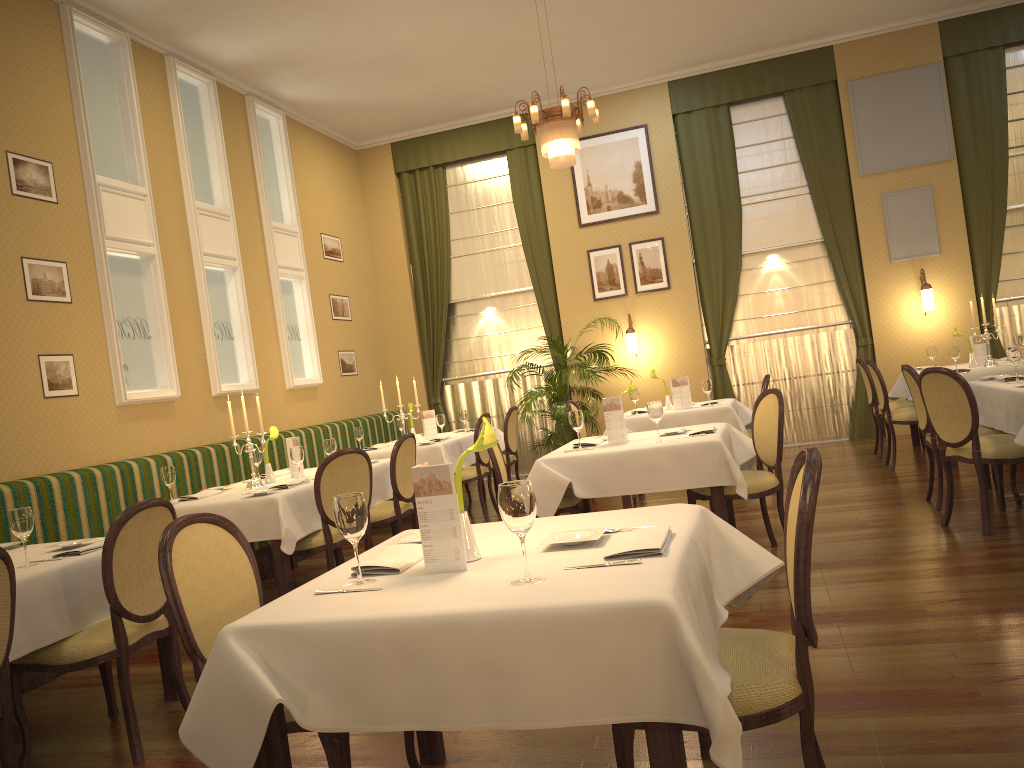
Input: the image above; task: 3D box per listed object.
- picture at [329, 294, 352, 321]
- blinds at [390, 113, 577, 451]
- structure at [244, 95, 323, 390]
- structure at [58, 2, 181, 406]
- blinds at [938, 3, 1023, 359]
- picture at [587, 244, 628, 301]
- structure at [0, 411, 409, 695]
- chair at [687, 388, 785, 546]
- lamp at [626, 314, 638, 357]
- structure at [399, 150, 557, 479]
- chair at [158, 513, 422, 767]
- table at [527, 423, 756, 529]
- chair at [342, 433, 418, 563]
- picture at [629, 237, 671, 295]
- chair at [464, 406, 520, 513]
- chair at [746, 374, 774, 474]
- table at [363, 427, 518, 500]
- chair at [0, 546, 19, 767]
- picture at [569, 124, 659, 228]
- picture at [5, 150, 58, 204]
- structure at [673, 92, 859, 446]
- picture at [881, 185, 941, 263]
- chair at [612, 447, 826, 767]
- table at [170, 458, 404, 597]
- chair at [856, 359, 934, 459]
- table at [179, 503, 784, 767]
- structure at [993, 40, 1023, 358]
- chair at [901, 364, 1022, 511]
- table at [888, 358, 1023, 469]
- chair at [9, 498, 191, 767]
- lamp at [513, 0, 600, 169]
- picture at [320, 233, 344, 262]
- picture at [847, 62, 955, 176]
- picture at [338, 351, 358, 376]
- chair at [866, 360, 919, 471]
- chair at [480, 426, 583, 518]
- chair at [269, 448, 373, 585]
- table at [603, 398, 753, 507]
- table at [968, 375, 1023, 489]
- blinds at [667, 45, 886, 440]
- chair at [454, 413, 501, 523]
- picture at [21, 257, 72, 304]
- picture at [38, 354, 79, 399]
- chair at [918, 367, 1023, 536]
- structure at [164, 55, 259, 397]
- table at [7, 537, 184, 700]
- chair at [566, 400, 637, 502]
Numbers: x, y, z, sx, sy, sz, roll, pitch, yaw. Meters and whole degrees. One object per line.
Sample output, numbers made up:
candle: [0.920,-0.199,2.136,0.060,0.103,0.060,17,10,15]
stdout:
picture: [-1.999,-0.889,10.351,0.008,0.294,0.504,-8,0,15]
blinds: [-0.336,-1.074,11.107,1.934,4.537,0.225,-8,0,14]
structure: [-2.404,-1.433,9.223,0.200,2.985,0.670,-8,0,15]
structure: [-3.044,-1.330,6.844,0.200,2.985,0.687,-8,0,15]
blinds: [5.802,-1.925,9.408,1.876,4.537,0.129,-8,0,15]
picture: [1.141,-1.330,10.630,0.412,0.619,0.022,-8,0,15]
structure: [-2.968,1.109,4.310,0.850,1.031,14.516,-8,0,15]
chair: [1.331,0.536,5.169,0.571,0.955,0.530,-8,0,-5]
lamp: [1.394,-0.571,10.436,0.114,0.513,0.323,-8,0,4]
structure: [-0.306,-1.066,11.218,1.942,4.511,0.123,-8,0,15]
chair: [-0.641,0.827,2.582,0.571,0.955,0.530,-8,0,15]
table: [0.833,0.701,5.326,1.389,0.759,1.395,-8,0,17]
chair: [-0.905,0.844,6.131,0.571,0.955,0.530,-8,0,15]
picture: [1.628,-1.397,10.496,0.412,0.619,0.022,-8,0,15]
chair: [-0.175,0.727,8.726,0.571,0.955,0.530,-8,0,15]
chair: [2.022,0.424,7.743,0.571,0.955,0.530,-8,0,15]
table: [-0.776,0.908,8.568,1.385,0.759,2.152,-8,0,15]
chair: [-1.828,0.993,2.709,0.571,0.955,0.530,-8,0,15]
picture: [1.199,-2.473,10.561,0.966,1.057,0.027,-8,0,15]
picture: [-3.259,-1.400,6.030,0.008,0.294,0.401,-8,0,15]
structure: [3.039,-1.530,10.292,1.900,4.511,0.134,-8,0,15]
picture: [4.381,-1.750,9.735,0.512,0.769,0.027,-8,0,15]
chair: [0.532,0.665,2.206,0.571,0.955,0.530,-8,0,15]
table: [-1.477,1.021,5.964,1.385,0.759,2.152,-8,0,15]
chair: [3.632,0.195,8.423,0.571,0.955,0.530,-8,0,15]
table: [0.043,0.829,2.392,1.389,0.759,1.395,-8,0,17]
structure: [5.827,-1.917,9.526,1.898,4.511,0.137,-8,0,15]
chair: [2.938,0.307,5.844,0.571,0.955,0.530,-8,0,15]
table: [4.235,0.210,7.881,1.385,0.759,2.152,-8,0,15]
chair: [-1.609,0.957,3.515,0.571,0.955,0.530,-8,0,15]
lamp: [0.244,-2.467,6.392,0.593,1.796,0.593,-8,0,13]
picture: [-2.097,-1.587,10.347,0.008,0.294,0.504,-8,0,15]
picture: [4.255,-2.896,9.719,0.966,1.057,0.027,-8,0,15]
picture: [-1.912,-0.243,10.342,0.008,0.294,0.437,-8,0,15]
chair: [3.431,0.227,7.678,0.571,0.955,0.530,-8,0,15]
chair: [0.148,0.700,5.525,0.571,0.955,0.530,-8,0,5]
chair: [-1.112,0.877,5.344,0.571,0.955,0.530,-8,0,40]
table: [1.533,0.588,7.930,1.389,0.759,1.395,-8,0,17]
table: [3.541,0.322,5.301,1.385,0.759,2.152,-8,0,15]
blinds: [3.013,-1.539,10.175,1.878,4.537,0.129,-8,0,15]
chair: [-0.425,0.766,7.922,0.571,0.955,0.530,-8,0,15]
picture: [-3.161,-0.702,6.034,0.008,0.294,0.401,-8,0,15]
picture: [-3.075,-0.056,6.020,0.008,0.294,0.313,-8,0,15]
chair: [2.733,0.340,5.121,0.571,0.955,0.530,-8,0,-10]
structure: [-2.733,-1.380,7.998,0.200,2.985,0.661,-8,0,15]
table: [-2.179,1.135,3.355,1.385,0.759,2.152,-8,0,15]
chair: [0.849,0.587,8.119,0.571,0.955,0.530,-8,0,15]
